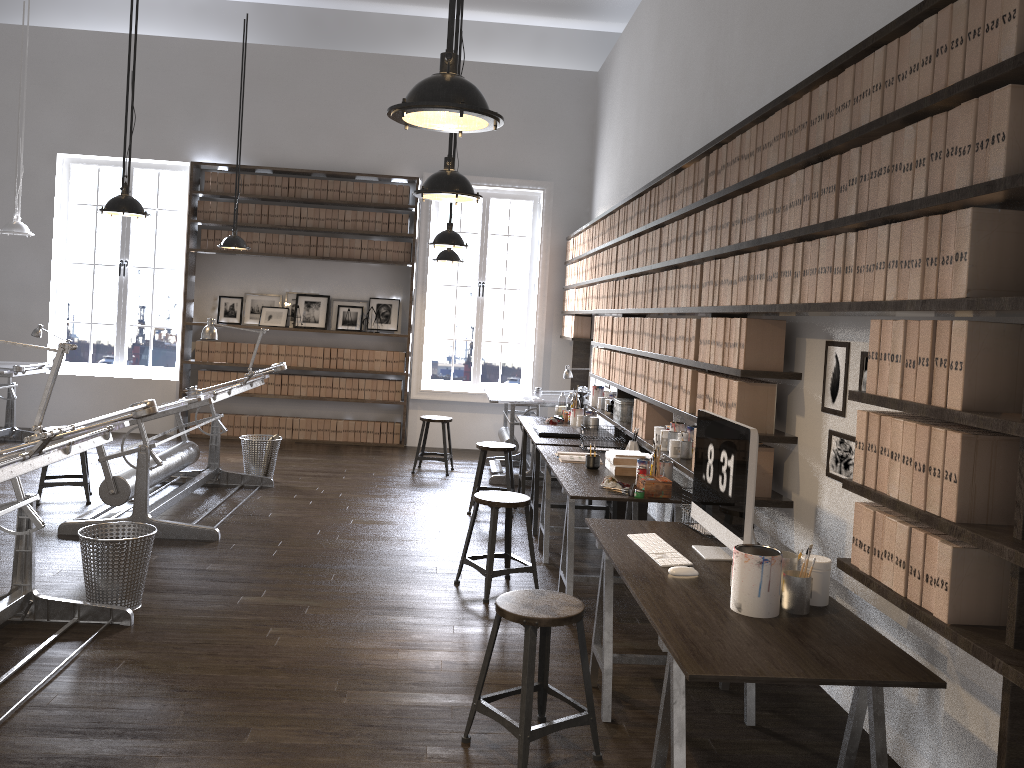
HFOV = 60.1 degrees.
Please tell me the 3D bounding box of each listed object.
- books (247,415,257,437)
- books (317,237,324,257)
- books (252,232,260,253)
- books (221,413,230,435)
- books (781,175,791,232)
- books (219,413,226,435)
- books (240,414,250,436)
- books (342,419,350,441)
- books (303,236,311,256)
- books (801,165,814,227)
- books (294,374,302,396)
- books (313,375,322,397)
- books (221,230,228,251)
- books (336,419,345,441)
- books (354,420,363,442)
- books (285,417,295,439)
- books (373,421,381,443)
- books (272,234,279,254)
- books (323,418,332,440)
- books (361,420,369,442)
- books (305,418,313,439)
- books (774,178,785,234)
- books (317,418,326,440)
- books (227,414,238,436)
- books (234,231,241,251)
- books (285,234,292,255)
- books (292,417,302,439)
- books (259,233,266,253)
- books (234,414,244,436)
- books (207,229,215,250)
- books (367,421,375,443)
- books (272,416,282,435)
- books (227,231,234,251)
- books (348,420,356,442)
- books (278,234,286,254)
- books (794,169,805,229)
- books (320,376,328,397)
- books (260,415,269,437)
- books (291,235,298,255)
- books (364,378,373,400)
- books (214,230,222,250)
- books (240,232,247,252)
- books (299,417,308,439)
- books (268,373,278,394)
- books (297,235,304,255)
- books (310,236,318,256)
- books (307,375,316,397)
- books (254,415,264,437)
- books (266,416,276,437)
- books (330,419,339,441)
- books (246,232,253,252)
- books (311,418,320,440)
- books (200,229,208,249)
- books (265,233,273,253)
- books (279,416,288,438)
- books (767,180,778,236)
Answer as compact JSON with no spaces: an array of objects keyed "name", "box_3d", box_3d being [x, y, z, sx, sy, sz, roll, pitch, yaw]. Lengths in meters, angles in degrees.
[{"name":"books","box_3d":[-2.904,0.465,9.892,0.066,0.225,0.175,3,2,-4]},{"name":"books","box_3d":[-2.128,-1.525,9.894,0.066,0.225,0.175,3,2,-4]},{"name":"books","box_3d":[-2.830,-1.563,9.840,0.066,0.225,0.175,3,2,-4]},{"name":"books","box_3d":[-3.183,0.451,9.865,0.067,0.225,0.175,3,2,-4]},{"name":"books","box_3d":[1.135,-0.680,3.396,0.174,0.225,0.067,3,2,-4]},{"name":"books","box_3d":[-3.249,0.447,9.865,0.066,0.225,0.175,3,2,-4]},{"name":"books","box_3d":[-2.974,0.462,9.882,0.066,0.225,0.175,3,2,-4]},{"name":"books","box_3d":[-1.864,0.522,9.964,0.066,0.225,0.175,3,2,-4]},{"name":"books","box_3d":[-2.277,-1.533,9.883,0.066,0.225,0.175,3,2,-4]},{"name":"books","box_3d":[1.142,-0.663,3.182,0.174,0.225,0.067,3,2,-4]},{"name":"books","box_3d":[-2.387,0.012,9.909,0.066,0.225,0.175,3,2,-4]},{"name":"books","box_3d":[-2.177,0.023,9.930,0.066,0.225,0.175,3,2,-4]},{"name":"books","box_3d":[-3.167,-1.581,9.815,0.066,0.225,0.175,3,2,-4]},{"name":"books","box_3d":[-1.926,0.518,9.958,0.066,0.225,0.175,3,2,-4]},{"name":"books","box_3d":[-1.730,0.529,9.975,0.066,0.225,0.175,3,2,-4]},{"name":"books","box_3d":[-2.483,0.488,9.918,0.066,0.225,0.175,3,2,-4]},{"name":"books","box_3d":[-1.518,0.540,9.991,0.066,0.225,0.175,3,2,-4]},{"name":"books","box_3d":[-2.619,-1.552,9.859,0.066,0.225,0.175,3,2,-4]},{"name":"books","box_3d":[-2.069,0.511,9.950,0.066,0.225,0.175,3,2,-4]},{"name":"books","box_3d":[-1.660,0.532,9.980,0.066,0.225,0.175,3,2,-4]},{"name":"books","box_3d":[-2.274,0.499,9.935,0.066,0.225,0.175,3,2,-4]},{"name":"books","box_3d":[1.128,-0.685,3.465,0.174,0.225,0.067,3,2,-4]},{"name":"books","box_3d":[-2.138,0.507,9.947,0.066,0.225,0.175,3,2,-4]},{"name":"books","box_3d":[-3.116,0.454,9.876,0.066,0.225,0.175,3,2,-4]},{"name":"books","box_3d":[-3.026,-1.574,9.829,0.066,0.225,0.175,3,2,-4]},{"name":"books","box_3d":[-2.476,-1.543,9.862,0.066,0.225,0.175,3,2,-4]},{"name":"books","box_3d":[-2.409,0.492,9.922,0.067,0.225,0.175,3,2,-4]},{"name":"books","box_3d":[-2.758,-1.559,9.844,0.067,0.225,0.175,3,2,-4]},{"name":"books","box_3d":[-3.045,0.458,9.881,0.066,0.225,0.175,3,2,-4]},{"name":"books","box_3d":[-3.313,-1.589,9.804,0.067,0.225,0.175,3,2,-4]},{"name":"books","box_3d":[-1.589,0.537,9.981,0.066,0.225,0.175,3,2,-4]},{"name":"books","box_3d":[-2.627,0.481,9.905,0.067,0.225,0.175,3,2,-4]},{"name":"books","box_3d":[-3.097,-1.577,9.824,0.066,0.225,0.175,3,2,-4]},{"name":"books","box_3d":[-1.797,0.526,9.964,0.067,0.225,0.175,3,2,-4]},{"name":"books","box_3d":[-2.549,-1.548,9.860,0.066,0.225,0.175,3,2,-4]},{"name":"books","box_3d":[1.137,-0.669,3.254,0.174,0.225,0.067,3,2,-4]},{"name":"books","box_3d":[-2.102,0.027,9.934,0.066,0.225,0.175,3,2,-4]},{"name":"books","box_3d":[-2.755,0.473,9.902,0.066,0.225,0.175,3,2,-4]},{"name":"books","box_3d":[-2.404,-1.540,9.867,0.067,0.225,0.175,3,2,-4]},{"name":"books","box_3d":[-1.614,0.053,9.968,0.066,0.225,0.175,3,2,-4]},{"name":"books","box_3d":[-3.238,-1.585,9.815,0.066,0.225,0.175,3,2,-4]},{"name":"books","box_3d":[-2.959,-1.569,9.828,0.067,0.225,0.175,3,2,-4]},{"name":"books","box_3d":[-2.336,0.496,9.929,0.066,0.225,0.175,3,2,-4]},{"name":"books","box_3d":[-2.672,-0.004,9.891,0.066,0.225,0.175,3,2,-4]},{"name":"books","box_3d":[-2.342,-1.537,9.876,0.066,0.225,0.175,3,2,-4]},{"name":"books","box_3d":[-2.202,-1.529,9.883,0.067,0.225,0.175,3,2,-4]},{"name":"books","box_3d":[-2.246,0.019,9.927,0.066,0.225,0.175,3,2,-4]},{"name":"books","box_3d":[-2.829,0.470,9.892,0.067,0.225,0.175,3,2,-4]},{"name":"books","box_3d":[-2.690,0.477,9.905,0.066,0.225,0.175,3,2,-4]},{"name":"books","box_3d":[-1.998,0.515,9.951,0.067,0.225,0.175,3,2,-4]},{"name":"books","box_3d":[-2.893,-1.566,9.837,0.066,0.225,0.175,3,2,-4]},{"name":"books","box_3d":[-2.207,0.503,9.935,0.067,0.225,0.175,3,2,-4]},{"name":"books","box_3d":[-3.387,-1.593,9.804,0.066,0.225,0.175,3,2,-4]},{"name":"books","box_3d":[-2.688,-1.555,9.852,0.066,0.225,0.175,3,2,-4]},{"name":"books","box_3d":[-2.555,0.485,9.910,0.066,0.225,0.175,3,2,-4]},{"name":"books","box_3d":[1.119,-0.691,3.535,0.174,0.225,0.067,3,2,-4]}]
